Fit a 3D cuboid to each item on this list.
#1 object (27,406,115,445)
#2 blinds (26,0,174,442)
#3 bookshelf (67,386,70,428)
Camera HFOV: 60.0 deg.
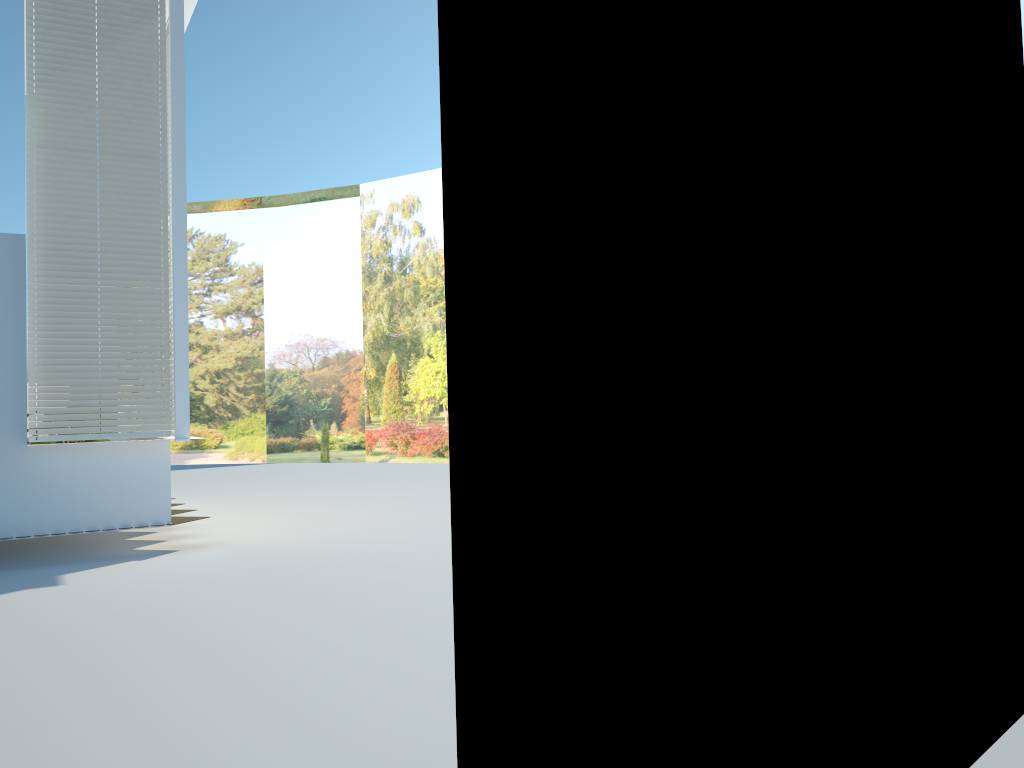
[{"bbox_3d":[-5.160,0.817,10.388,1.120,1.199,1.026,-3,-3,40],"label":"object"},{"bbox_3d":[-3.973,-1.575,9.759,1.220,4.268,3.915,-1,-2,-10],"label":"blinds"},{"bbox_3d":[-6.440,0.722,12.258,0.502,1.497,2.098,0,-2,-29],"label":"bookshelf"}]
